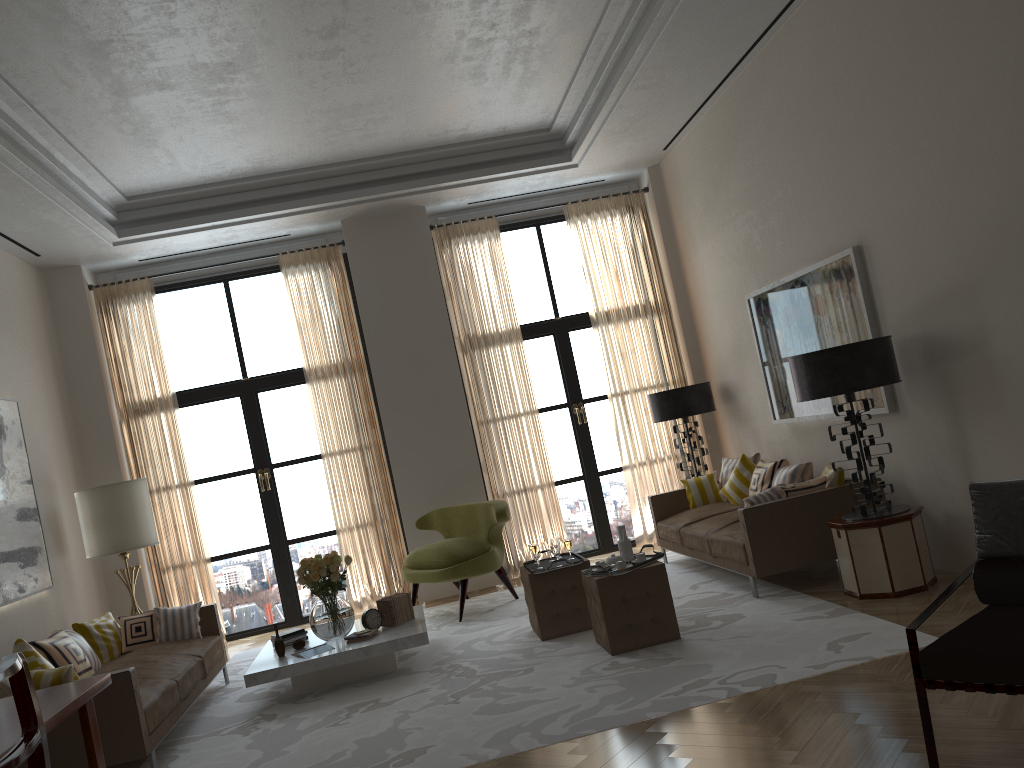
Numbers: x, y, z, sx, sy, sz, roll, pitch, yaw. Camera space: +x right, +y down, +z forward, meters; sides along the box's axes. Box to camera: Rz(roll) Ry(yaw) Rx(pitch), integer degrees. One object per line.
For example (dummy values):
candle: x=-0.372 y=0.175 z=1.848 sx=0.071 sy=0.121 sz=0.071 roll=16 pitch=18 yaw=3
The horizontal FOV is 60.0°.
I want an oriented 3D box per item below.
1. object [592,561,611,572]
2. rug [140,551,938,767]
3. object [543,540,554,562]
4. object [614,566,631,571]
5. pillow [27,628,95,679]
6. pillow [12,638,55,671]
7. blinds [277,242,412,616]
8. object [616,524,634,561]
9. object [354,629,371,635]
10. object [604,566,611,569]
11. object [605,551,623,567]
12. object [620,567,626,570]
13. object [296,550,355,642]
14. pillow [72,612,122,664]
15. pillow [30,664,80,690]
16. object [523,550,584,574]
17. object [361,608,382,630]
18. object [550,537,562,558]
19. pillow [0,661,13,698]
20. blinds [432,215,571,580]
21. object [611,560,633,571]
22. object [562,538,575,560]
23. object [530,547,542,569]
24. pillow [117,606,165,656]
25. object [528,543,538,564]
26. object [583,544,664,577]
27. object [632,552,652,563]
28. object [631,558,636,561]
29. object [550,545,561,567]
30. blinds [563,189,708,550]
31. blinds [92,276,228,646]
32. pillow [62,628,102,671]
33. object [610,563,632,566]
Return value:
object: x=0.724 y=1.484 z=7.239 sx=0.175 sy=0.067 sz=0.176 roll=-10 pitch=-4 yaw=-32
rug: x=-0.266 y=2.398 z=8.126 sx=5.513 sy=0.065 sz=5.742 roll=-11 pitch=-3 yaw=-8
object: x=0.357 y=1.588 z=8.410 sx=0.098 sy=0.191 sz=0.098 roll=-12 pitch=-2 yaw=-8
object: x=0.874 y=1.477 z=7.068 sx=0.186 sy=0.015 sz=0.041 roll=-11 pitch=-3 yaw=-21
pillow: x=-3.764 y=2.340 z=7.391 sx=0.403 sy=0.547 sz=0.618 roll=-12 pitch=-3 yaw=-5
pillow: x=-3.675 y=2.249 z=6.833 sx=0.769 sy=0.616 sz=0.355 roll=-14 pitch=-3 yaw=36
blinds: x=-2.165 y=0.602 z=11.664 sx=0.873 sy=4.870 sz=0.419 roll=-12 pitch=-2 yaw=-5
object: x=0.946 y=1.345 z=7.486 sx=0.113 sy=0.305 sz=0.125 roll=-13 pitch=-2 yaw=29
object: x=-1.359 y=2.253 z=8.061 sx=0.138 sy=0.019 sz=0.137 roll=-10 pitch=-4 yaw=-24
object: x=0.770 y=1.491 z=7.189 sx=0.052 sy=0.027 sz=0.080 roll=-14 pitch=-4 yaw=39
object: x=0.848 y=1.461 z=7.377 sx=0.176 sy=0.105 sz=0.136 roll=-11 pitch=-3 yaw=-12
object: x=0.882 y=1.472 z=7.033 sx=0.053 sy=0.025 sz=0.049 roll=-12 pitch=-3 yaw=-6
object: x=-1.700 y=1.991 z=8.317 sx=0.539 sy=0.821 sz=0.628 roll=-11 pitch=-2 yaw=-12
pillow: x=-3.968 y=2.486 z=8.621 sx=0.297 sy=0.475 sz=0.515 roll=-12 pitch=-3 yaw=13
pillow: x=-3.281 y=2.216 z=6.333 sx=0.482 sy=0.432 sz=0.318 roll=-12 pitch=-2 yaw=2
object: x=0.372 y=1.636 z=8.262 sx=0.490 sy=0.092 sz=0.804 roll=-11 pitch=-3 yaw=-8
object: x=-1.310 y=2.208 z=8.302 sx=0.082 sy=0.209 sz=0.204 roll=-14 pitch=-3 yaw=43
object: x=0.433 y=1.579 z=8.530 sx=0.098 sy=0.191 sz=0.098 roll=-14 pitch=-3 yaw=39
pillow: x=-3.697 y=2.246 z=6.429 sx=0.354 sy=0.575 sz=0.625 roll=-11 pitch=-3 yaw=-29
blinds: x=-0.129 y=0.189 z=11.953 sx=0.959 sy=4.870 sz=0.420 roll=-12 pitch=-2 yaw=-6
object: x=0.882 y=1.457 z=7.134 sx=0.176 sy=0.067 sz=0.176 roll=-12 pitch=-3 yaw=-6
object: x=0.536 y=1.543 z=8.284 sx=0.098 sy=0.191 sz=0.098 roll=-13 pitch=-2 yaw=18
object: x=0.235 y=1.596 z=8.116 sx=0.098 sy=0.191 sz=0.098 roll=-13 pitch=-2 yaw=18
pillow: x=-3.649 y=2.459 z=8.753 sx=0.464 sy=0.411 sz=0.304 roll=-11 pitch=-2 yaw=-10
object: x=0.214 y=1.621 z=8.462 sx=0.098 sy=0.191 sz=0.098 roll=-11 pitch=-2 yaw=-25
object: x=0.919 y=1.453 z=7.303 sx=0.719 sy=0.101 sz=0.442 roll=-9 pitch=-5 yaw=-44
object: x=1.064 y=1.431 z=7.313 sx=0.176 sy=0.067 sz=0.176 roll=-11 pitch=-3 yaw=-9
object: x=1.015 y=1.467 z=7.396 sx=0.053 sy=0.025 sz=0.049 roll=-9 pitch=-4 yaw=-41
object: x=0.409 y=1.552 z=7.983 sx=0.098 sy=0.191 sz=0.098 roll=-12 pitch=-2 yaw=-8
blinds: x=1.788 y=-0.201 z=12.222 sx=1.241 sy=4.870 sz=0.419 roll=-12 pitch=-2 yaw=-6
blinds: x=-4.485 y=1.079 z=11.337 sx=0.780 sy=4.882 sz=0.420 roll=-12 pitch=-2 yaw=-6
pillow: x=-3.858 y=2.447 z=7.758 sx=0.370 sy=0.565 sz=0.661 roll=-11 pitch=-3 yaw=-13
object: x=0.887 y=1.471 z=7.234 sx=0.186 sy=0.026 sz=0.041 roll=-12 pitch=-3 yaw=0
